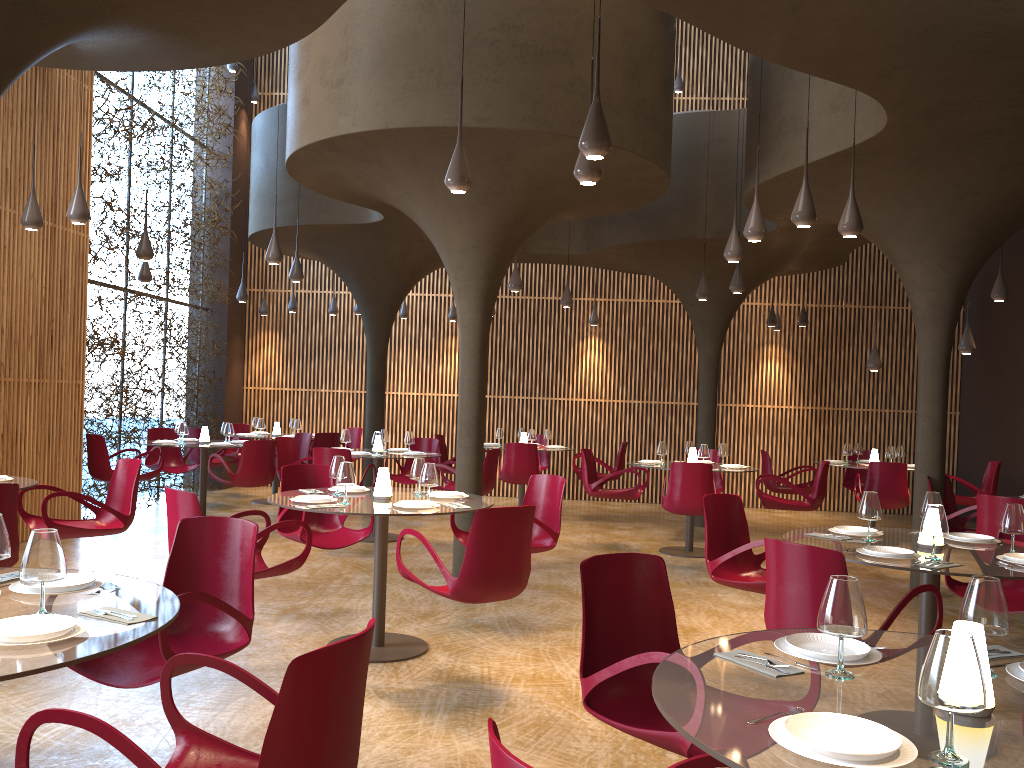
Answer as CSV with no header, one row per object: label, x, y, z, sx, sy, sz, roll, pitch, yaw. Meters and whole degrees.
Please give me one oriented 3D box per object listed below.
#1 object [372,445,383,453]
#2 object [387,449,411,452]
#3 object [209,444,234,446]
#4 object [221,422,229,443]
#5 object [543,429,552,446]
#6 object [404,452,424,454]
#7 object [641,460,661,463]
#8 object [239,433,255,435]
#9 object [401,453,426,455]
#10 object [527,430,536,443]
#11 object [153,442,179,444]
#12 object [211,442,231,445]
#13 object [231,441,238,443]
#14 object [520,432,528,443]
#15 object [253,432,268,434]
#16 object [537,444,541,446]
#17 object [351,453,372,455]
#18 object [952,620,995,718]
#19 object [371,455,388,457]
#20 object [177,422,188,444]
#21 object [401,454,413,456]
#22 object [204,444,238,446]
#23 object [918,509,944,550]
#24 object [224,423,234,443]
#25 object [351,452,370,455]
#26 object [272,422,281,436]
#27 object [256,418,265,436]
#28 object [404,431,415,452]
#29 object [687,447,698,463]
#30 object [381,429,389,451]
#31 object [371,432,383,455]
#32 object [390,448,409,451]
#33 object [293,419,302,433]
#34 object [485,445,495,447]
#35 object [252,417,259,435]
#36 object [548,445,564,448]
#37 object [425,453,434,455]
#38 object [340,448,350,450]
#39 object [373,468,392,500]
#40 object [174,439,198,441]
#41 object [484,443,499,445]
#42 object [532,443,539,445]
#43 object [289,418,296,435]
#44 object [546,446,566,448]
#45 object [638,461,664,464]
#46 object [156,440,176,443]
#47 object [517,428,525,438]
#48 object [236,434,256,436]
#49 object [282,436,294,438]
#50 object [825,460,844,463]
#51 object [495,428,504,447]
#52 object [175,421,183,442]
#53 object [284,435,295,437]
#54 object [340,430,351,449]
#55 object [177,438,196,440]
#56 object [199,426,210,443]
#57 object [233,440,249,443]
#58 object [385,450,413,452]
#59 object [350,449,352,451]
object,-1.769,0.792,11.701,0.142,0.232,0.144,2,0,-41
object,-1.548,0.913,12.183,0.332,0.014,0.332,2,-1,-14
object,-3.952,0.826,12.043,0.332,0.014,0.332,2,-1,13
object,-4.101,0.693,12.710,0.142,0.295,0.142,2,1,44
object,0.578,0.886,14.499,0.142,0.295,0.142,2,1,-43
object,-1.277,0.904,11.555,0.263,0.029,0.263,2,-1,28
object,1.811,1.014,11.557,0.263,0.029,0.263,2,-1,11
object,-4.393,0.839,14.678,0.263,0.029,0.263,2,-1,-8
object,-1.277,0.914,11.556,0.331,0.014,0.332,1,-1,35
object,0.314,0.869,13.962,0.142,0.295,0.142,2,0,-3
object,-4.704,0.799,12.040,0.332,0.014,0.332,2,-1,-15
object,-3.952,0.816,12.043,0.263,0.029,0.263,3,-1,-35
object,-3.873,0.838,12.722,0.332,0.014,0.332,2,-1,-3
object,0.190,0.901,14.362,0.142,0.232,0.144,2,0,-11
object,-4.380,0.850,15.422,0.263,0.029,0.263,3,-1,-42
object,0.324,1.020,14.876,0.332,0.014,0.332,2,-1,2
object,-1.927,0.885,11.177,0.332,0.014,0.332,2,-1,-3
object,1.229,0.763,2.395,0.144,0.232,0.142,2,0,22
object,-1.649,0.901,11.060,0.126,0.017,0.262,2,-1,19
object,-4.466,0.670,12.031,0.142,0.295,0.142,2,0,3
object,-1.279,0.915,11.551,0.204,0.012,0.411,2,-1,20
object,-3.956,0.827,12.040,0.411,0.012,0.204,3,-1,-40
object,2.472,0.849,5.225,0.142,0.232,0.144,2,0,-36
object,-3.918,0.693,12.273,0.142,0.295,0.142,2,0,20
object,-1.927,0.876,11.177,0.263,0.029,0.263,2,-1,13
object,-3.993,0.762,15.055,0.144,0.232,0.142,2,0,-21
object,-4.156,0.720,14.670,0.142,0.295,0.142,2,0,3
object,-1.363,0.777,11.769,0.142,0.295,0.142,2,0,-21
object,2.330,0.934,11.431,0.142,0.232,0.144,2,0,-21
object,-1.740,0.768,12.056,0.142,0.295,0.142,2,0,-8
object,-1.717,0.757,11.286,0.142,0.295,0.142,2,0,-4
object,-1.548,0.904,12.183,0.263,0.029,0.263,2,-1,6
object,-3.608,0.743,14.911,0.142,0.295,0.142,2,1,-36
object,-0.418,0.989,14.104,0.262,0.017,0.126,2,-1,11
object,-4.389,0.719,15.188,0.142,0.295,0.142,2,0,5
object,0.700,1.015,14.305,0.263,0.029,0.263,2,-1,-17
object,-1.135,0.930,11.822,0.262,0.017,0.126,2,-1,25
object,-2.287,0.872,11.827,0.263,0.029,0.263,2,-1,5
object,-0.969,0.747,6.668,0.142,0.232,0.144,2,0,-3
object,-4.691,0.810,12.784,0.332,0.014,0.332,2,-1,-4
object,-0.342,0.979,14.397,0.263,0.029,0.263,1,-1,40
object,0.324,1.010,14.876,0.263,0.029,0.263,2,-1,15
object,-3.791,0.743,15.349,0.142,0.295,0.142,2,0,22
object,0.700,1.025,14.305,0.331,0.014,0.332,2,-1,28
object,1.810,1.024,11.557,0.331,0.014,0.332,2,-1,31
object,-4.703,0.789,12.040,0.263,0.029,0.263,2,-1,-24
object,0.157,0.874,14.717,0.142,0.295,0.142,2,0,4
object,-4.393,0.848,14.678,0.332,0.014,0.332,2,-1,-15
object,-3.642,0.875,14.682,0.331,0.014,0.332,2,-1,23
object,4.738,1.140,13.038,0.263,0.029,0.263,2,-1,17
object,-0.199,0.854,14.209,0.142,0.295,0.142,2,0,-24
object,-4.700,0.669,12.550,0.142,0.295,0.142,2,0,16
object,-3.641,0.866,14.682,0.263,0.029,0.263,2,-1,-3
object,-2.178,0.746,11.617,0.142,0.295,0.142,2,1,42
object,-4.691,0.800,12.784,0.263,0.029,0.263,1,-1,41
object,-4.304,0.712,12.417,0.142,0.232,0.144,2,0,-31
object,-3.873,0.829,12.722,0.263,0.029,0.263,2,-1,-3
object,-1.544,0.915,12.182,0.410,0.012,0.204,2,-1,11
object,-2.288,0.882,11.827,0.331,0.014,0.332,2,-1,31
